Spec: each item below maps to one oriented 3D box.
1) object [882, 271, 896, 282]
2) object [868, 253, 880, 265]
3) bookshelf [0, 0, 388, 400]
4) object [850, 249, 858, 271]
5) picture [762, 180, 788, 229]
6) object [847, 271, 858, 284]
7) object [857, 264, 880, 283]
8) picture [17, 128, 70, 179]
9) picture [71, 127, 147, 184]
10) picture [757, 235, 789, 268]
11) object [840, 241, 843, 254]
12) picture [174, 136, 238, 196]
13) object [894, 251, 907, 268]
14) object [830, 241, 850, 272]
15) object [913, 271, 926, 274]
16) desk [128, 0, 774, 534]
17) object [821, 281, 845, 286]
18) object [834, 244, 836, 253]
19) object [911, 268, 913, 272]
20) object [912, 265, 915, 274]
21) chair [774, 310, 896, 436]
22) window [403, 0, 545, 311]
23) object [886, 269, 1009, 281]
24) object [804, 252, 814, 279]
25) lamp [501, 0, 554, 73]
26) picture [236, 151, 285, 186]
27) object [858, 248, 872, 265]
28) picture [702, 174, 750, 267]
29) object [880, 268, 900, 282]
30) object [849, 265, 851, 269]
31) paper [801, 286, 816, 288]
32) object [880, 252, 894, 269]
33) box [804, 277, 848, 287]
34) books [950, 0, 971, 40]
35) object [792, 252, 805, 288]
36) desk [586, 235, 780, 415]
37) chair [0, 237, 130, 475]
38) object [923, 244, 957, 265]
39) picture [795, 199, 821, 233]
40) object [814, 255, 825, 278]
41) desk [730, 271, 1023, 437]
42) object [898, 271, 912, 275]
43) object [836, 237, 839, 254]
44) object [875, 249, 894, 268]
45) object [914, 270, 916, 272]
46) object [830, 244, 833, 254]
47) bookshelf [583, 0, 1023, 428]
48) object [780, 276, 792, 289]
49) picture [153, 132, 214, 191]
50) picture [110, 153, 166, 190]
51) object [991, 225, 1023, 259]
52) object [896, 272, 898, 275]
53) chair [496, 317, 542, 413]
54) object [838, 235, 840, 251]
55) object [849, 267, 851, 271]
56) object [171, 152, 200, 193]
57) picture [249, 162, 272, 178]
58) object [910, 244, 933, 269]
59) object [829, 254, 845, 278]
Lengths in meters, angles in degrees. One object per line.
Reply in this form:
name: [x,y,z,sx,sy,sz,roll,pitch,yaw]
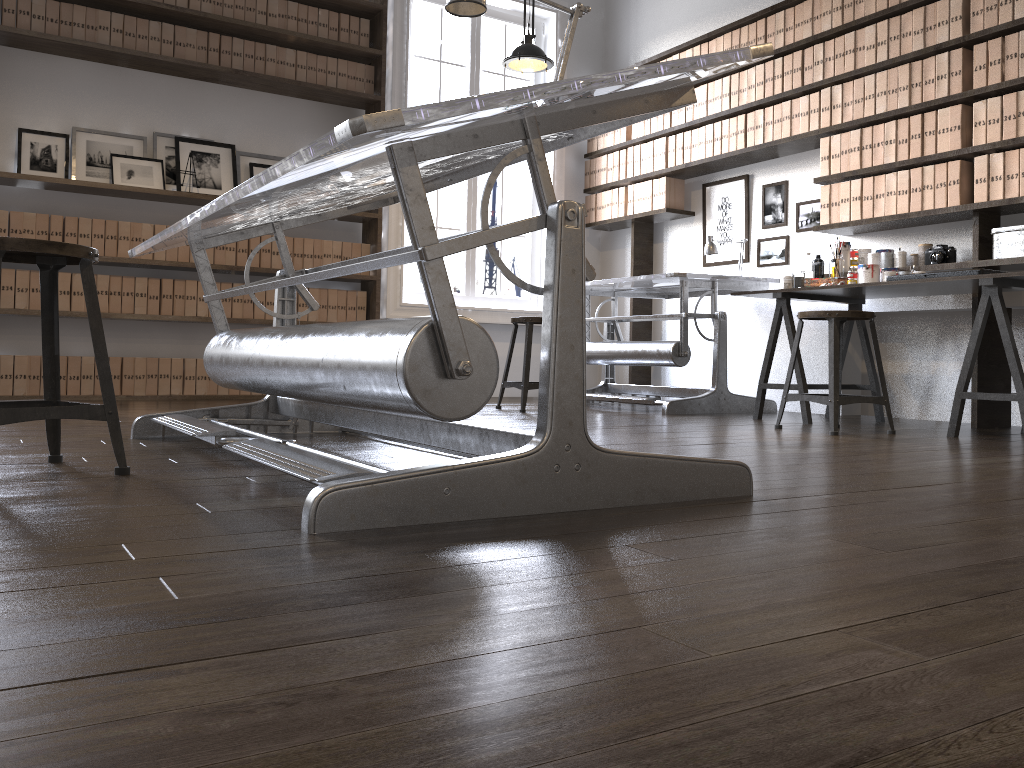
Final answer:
object: [1.881,-0.511,4.414,0.062,0.094,0.062,1,-1,8]
object: [1.932,-0.648,4.728,0.062,0.094,0.062,1,-1,44]
bookshelf: [-2.044,-1.051,5.550,2.471,3.728,0.412,2,-1,-32]
object: [1.897,-0.678,4.919,0.051,0.140,0.050,2,-1,-34]
picture: [1.661,-1.128,5.589,0.022,0.285,0.201,2,-1,-32]
object: [1.744,-0.522,4.537,0.049,0.112,0.049,2,-1,-35]
object: [1.812,-0.534,4.501,0.104,0.142,0.105,2,0,-39]
picture: [-2.741,-1.325,5.180,0.266,0.315,0.058,1,-1,-32]
picture: [-2.428,-1.347,5.351,0.415,0.366,0.083,1,-1,-32]
picture: [1.648,-0.835,5.589,0.023,0.183,0.251,2,0,-32]
object: [1.722,-0.659,4.667,0.006,0.193,0.055,2,-2,-33]
picture: [-1.931,-1.357,5.602,0.373,0.392,0.149,1,-1,-32]
object: [2.033,-0.644,4.635,0.062,0.094,0.062,1,-1,44]
object: [1.819,-0.696,4.910,0.107,0.177,0.106,2,-1,-30]
object: [2.012,-0.507,4.376,0.062,0.094,0.062,1,-1,17]
desk: [-0.367,-0.485,2.517,1.076,1.388,2.280,1,1,-32]
object: [1.606,-0.492,4.473,0.132,0.050,0.197,1,1,-3]
object: [1.700,-0.650,4.682,0.022,0.180,0.005,1,-1,-8]
object: [1.997,-0.530,4.445,0.005,0.118,0.036,2,-2,-37]
object: [2.005,-0.529,4.441,0.004,0.133,0.029,2,-2,-36]
chair: [1.408,-0.048,3.860,0.358,0.528,0.371,1,0,-23]
window: [-0.295,-1.690,6.553,1.244,2.312,0.153,2,-1,-32]
object: [1.923,-0.461,3.867,0.312,0.033,0.446,0,2,-32]
object: [1.609,-0.598,4.821,0.068,0.238,0.069,2,-1,-35]
lamp: [0.117,-3.003,5.245,0.311,2.255,0.312,0,-2,38]
picture: [-1.605,-1.340,5.861,0.433,0.361,0.095,1,-1,-32]
object: [1.936,-0.675,4.860,0.070,0.130,0.070,1,-1,6]
picture: [1.431,-1.085,5.937,0.040,0.575,0.415,2,-1,-32]
object: [1.928,-0.525,4.516,0.094,0.128,0.095,1,0,-28]
object: [1.768,-0.545,4.612,0.005,0.148,0.033,2,-2,-31]
paper: [1.555,-0.492,4.596,0.155,0.038,0.137,3,2,44]
object: [1.980,-0.646,4.677,0.062,0.093,0.063,1,-1,44]
box: [1.678,-0.518,4.691,0.137,0.083,0.212,1,1,-32]
books: [2.243,-1.789,4.365,0.174,0.226,0.067,1,-1,-32]
object: [1.548,-0.595,4.784,0.068,0.230,0.069,2,-1,-35]
desk: [0.989,-0.395,5.532,1.070,1.099,1.269,1,0,-32]
chair: [-1.117,-0.051,2.008,0.358,0.528,0.371,1,-1,37]
object: [2.137,-0.645,4.443,0.091,0.109,0.171,1,1,-32]
picture: [1.814,-1.016,5.332,0.023,0.183,0.251,2,0,-32]
object: [1.681,-0.594,4.865,0.068,0.230,0.069,2,-1,-35]
desk: [1.869,-0.119,4.152,0.655,0.670,1.669,1,1,-32]
object: [1.947,-0.509,4.390,0.062,0.093,0.063,1,-1,17]
object: [1.707,-0.665,4.663,0.007,0.214,0.055,1,-1,3]
object: [2.020,-0.661,4.799,0.094,0.128,0.095,1,0,-1]
object: [2.013,-0.521,4.456,0.004,0.103,0.035,2,-2,-39]
object: [1.708,-0.653,4.682,0.008,0.186,0.071,2,-1,-31]
bookshelf: [3.109,-0.616,3.064,0.373,3.209,9.180,2,1,-32]
object: [1.499,-0.535,4.834,0.068,0.104,0.068,1,-1,-27]
picture: [-2.065,-1.366,5.581,0.369,0.406,0.091,1,-1,-32]
picture: [-2.264,-1.274,5.363,0.299,0.229,0.144,1,0,-32]
object: [2.400,-0.650,4.091,0.193,0.152,0.317,1,1,-32]
object: [1.934,-0.511,4.447,0.044,0.101,0.045,2,-1,-32]
chair: [0.145,-0.105,4.972,0.358,0.528,0.371,1,0,-23]
object: [1.725,-0.673,4.679,0.021,0.228,0.007,2,-2,-20]
object: [1.768,-0.546,4.602,0.005,0.130,0.040,2,-1,-30]
object: [-1.991,-1.287,5.405,0.174,0.260,0.040,2,-1,-32]
picture: [-1.574,-1.304,5.831,0.289,0.291,0.127,1,-1,-32]
object: [2.105,-0.642,4.552,0.107,0.162,0.236,1,0,24]
object: [1.847,-0.627,4.697,0.344,0.146,0.077,1,-1,-9]
